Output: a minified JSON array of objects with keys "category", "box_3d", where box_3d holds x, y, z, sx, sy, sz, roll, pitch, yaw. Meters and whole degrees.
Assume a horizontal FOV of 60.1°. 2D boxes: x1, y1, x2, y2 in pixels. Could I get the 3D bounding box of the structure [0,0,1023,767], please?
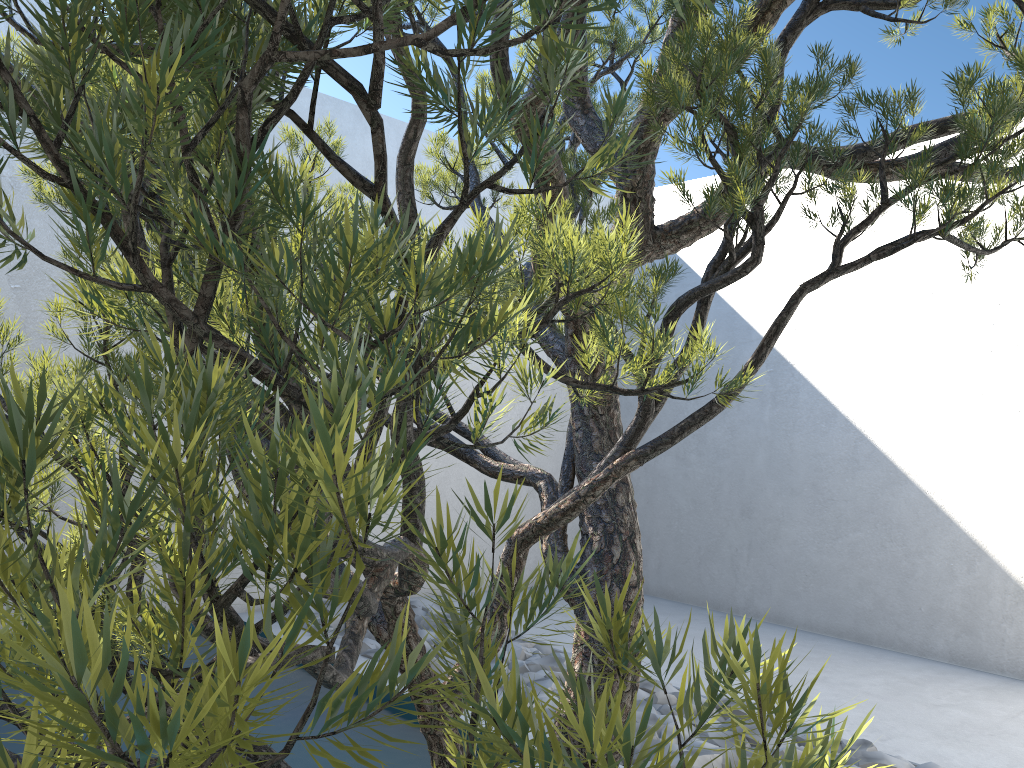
[{"category":"structure","box_3d":[0.097,-0.371,1.674,2.514,3.470,2.593,3,-1,41]}]
